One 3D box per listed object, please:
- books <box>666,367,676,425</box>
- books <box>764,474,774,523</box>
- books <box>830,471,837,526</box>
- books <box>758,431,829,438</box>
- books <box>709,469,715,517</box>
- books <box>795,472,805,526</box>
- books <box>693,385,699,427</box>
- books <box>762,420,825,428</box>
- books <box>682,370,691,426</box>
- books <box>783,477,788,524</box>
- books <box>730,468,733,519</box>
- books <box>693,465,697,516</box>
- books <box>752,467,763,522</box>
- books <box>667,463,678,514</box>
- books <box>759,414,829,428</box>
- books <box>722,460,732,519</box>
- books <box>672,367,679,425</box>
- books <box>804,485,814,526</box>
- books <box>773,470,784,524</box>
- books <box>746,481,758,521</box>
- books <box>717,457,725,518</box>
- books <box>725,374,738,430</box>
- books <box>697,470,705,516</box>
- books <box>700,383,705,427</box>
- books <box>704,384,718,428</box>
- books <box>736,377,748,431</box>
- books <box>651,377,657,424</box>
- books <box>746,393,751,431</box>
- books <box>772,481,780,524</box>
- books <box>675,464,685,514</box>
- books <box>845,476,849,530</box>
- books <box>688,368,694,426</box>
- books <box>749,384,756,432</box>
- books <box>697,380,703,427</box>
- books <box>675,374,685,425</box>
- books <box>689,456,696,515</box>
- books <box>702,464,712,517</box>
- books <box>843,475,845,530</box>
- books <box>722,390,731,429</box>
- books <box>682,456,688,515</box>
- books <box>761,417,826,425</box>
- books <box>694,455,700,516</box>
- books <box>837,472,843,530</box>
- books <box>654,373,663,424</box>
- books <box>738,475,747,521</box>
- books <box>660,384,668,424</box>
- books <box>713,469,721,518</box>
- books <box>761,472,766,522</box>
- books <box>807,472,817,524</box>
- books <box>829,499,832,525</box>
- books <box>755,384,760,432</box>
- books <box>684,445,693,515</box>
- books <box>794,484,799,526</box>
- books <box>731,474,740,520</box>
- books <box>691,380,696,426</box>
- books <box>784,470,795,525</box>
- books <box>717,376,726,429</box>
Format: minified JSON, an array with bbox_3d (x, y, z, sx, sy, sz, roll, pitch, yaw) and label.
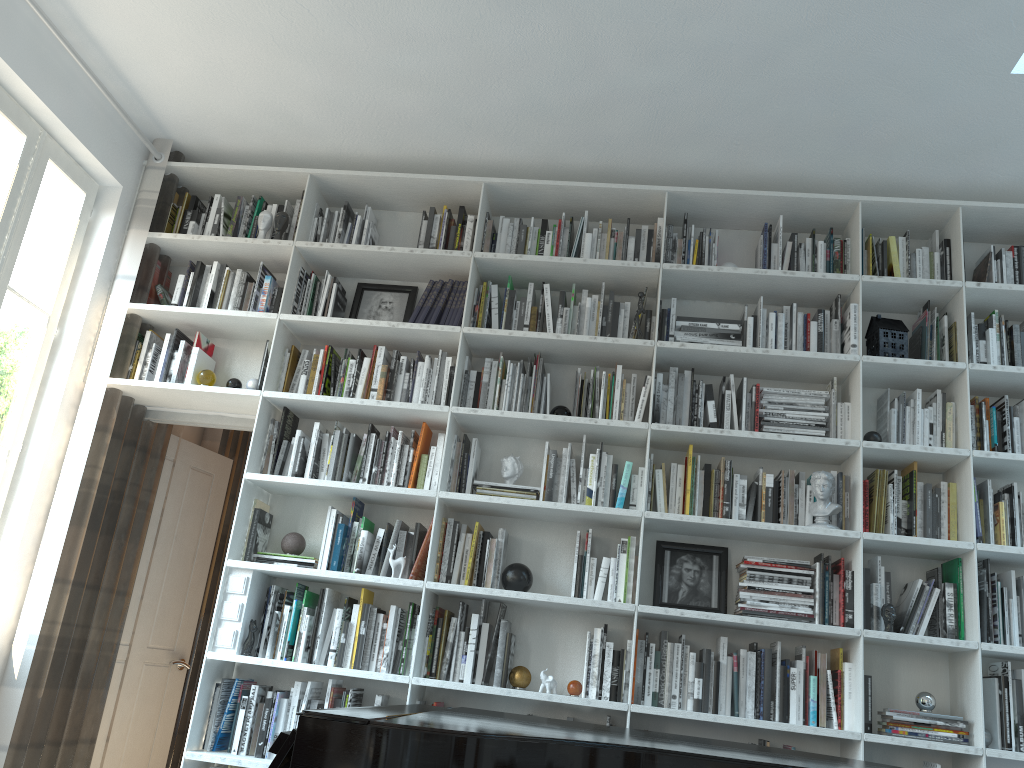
[{"bbox_3d":[0.690,0.096,3.885,0.026,0.296,0.180,5,-18,7],"label":"books"},{"bbox_3d":[1.057,0.506,3.698,0.029,0.223,0.186,5,-18,7],"label":"books"},{"bbox_3d":[1.328,0.510,3.697,0.025,0.278,0.108,5,-18,7],"label":"books"},{"bbox_3d":[1.191,0.239,3.796,0.285,0.012,0.160,4,-19,8],"label":"books"},{"bbox_3d":[0.835,0.491,3.738,0.012,0.227,0.170,5,-18,7],"label":"books"},{"bbox_3d":[1.197,0.507,3.703,0.024,0.258,0.127,5,-18,7],"label":"books"},{"bbox_3d":[0.795,0.136,3.867,0.014,0.232,0.147,5,-18,7],"label":"books"},{"bbox_3d":[1.196,0.193,3.809,0.254,0.012,0.161,4,-19,9],"label":"books"},{"bbox_3d":[0.756,0.105,3.886,0.029,0.294,0.151,5,-18,7],"label":"books"},{"bbox_3d":[1.127,0.518,3.717,0.025,0.229,0.143,5,-18,7],"label":"books"},{"bbox_3d":[0.914,0.490,3.744,0.011,0.250,0.131,5,-18,7],"label":"books"},{"bbox_3d":[0.764,0.480,3.759,0.010,0.244,0.150,5,-18,7],"label":"books"},{"bbox_3d":[1.029,0.493,3.721,0.014,0.257,0.162,5,-18,7],"label":"books"},{"bbox_3d":[0.680,0.473,3.775,0.026,0.247,0.139,5,-18,7],"label":"books"},{"bbox_3d":[1.198,0.171,3.819,0.285,0.012,0.160,4,-19,8],"label":"books"},{"bbox_3d":[0.893,0.472,3.724,0.028,0.267,0.190,5,-18,7],"label":"books"},{"bbox_3d":[0.712,0.096,3.903,0.014,0.312,0.134,5,-18,7],"label":"books"},{"bbox_3d":[1.223,0.536,3.689,0.035,0.200,0.150,5,-18,7],"label":"books"},{"bbox_3d":[1.106,0.498,3.687,0.012,0.244,0.186,5,-18,7],"label":"books"},{"bbox_3d":[0.995,0.521,3.725,0.050,0.198,0.146,5,-18,7],"label":"books"},{"bbox_3d":[0.876,0.467,3.742,0.013,0.282,0.177,5,-18,7],"label":"books"},{"bbox_3d":[0.957,0.121,3.855,0.049,0.290,0.163,5,-18,7],"label":"books"},{"bbox_3d":[0.791,0.491,3.758,0.024,0.227,0.148,5,-18,7],"label":"books"},{"bbox_3d":[0.821,0.134,3.862,0.011,0.238,0.148,5,-18,7],"label":"books"},{"bbox_3d":[0.859,0.137,3.850,0.066,0.236,0.154,5,-18,7],"label":"books"},{"bbox_3d":[0.989,0.130,3.834,0.021,0.268,0.192,5,-18,7],"label":"books"},{"bbox_3d":[0.617,0.114,3.900,0.012,0.253,0.161,5,-18,7],"label":"books"},{"bbox_3d":[1.010,0.162,3.837,0.024,0.215,0.133,5,-18,7],"label":"books"},{"bbox_3d":[1.084,0.520,3.692,0.029,0.199,0.179,5,-18,7],"label":"books"},{"bbox_3d":[0.706,0.477,3.765,0.029,0.239,0.156,5,-18,7],"label":"books"},{"bbox_3d":[1.379,0.522,3.690,0.023,0.264,0.107,5,-18,7],"label":"books"},{"bbox_3d":[0.776,0.102,3.877,0.011,0.299,0.180,5,-18,7],"label":"books"},{"bbox_3d":[1.030,0.147,3.831,0.015,0.244,0.183,5,-18,7],"label":"books"},{"bbox_3d":[0.809,0.128,3.864,0.014,0.249,0.173,5,-18,7],"label":"books"},{"bbox_3d":[0.726,0.111,3.869,0.025,0.265,0.186,5,-18,7],"label":"books"},{"bbox_3d":[0.750,0.458,3.733,0.015,0.265,0.190,5,-18,7],"label":"books"},{"bbox_3d":[0.819,0.481,3.765,0.028,0.258,0.135,5,-18,7],"label":"books"},{"bbox_3d":[1.360,0.520,3.686,0.014,0.260,0.137,5,-18,7],"label":"books"},{"bbox_3d":[0.925,0.154,3.845,0.024,0.216,0.148,5,-18,7],"label":"books"},{"bbox_3d":[0.730,0.462,3.781,0.010,0.283,0.137,5,-18,7],"label":"books"},{"bbox_3d":[1.197,0.181,3.813,0.254,0.012,0.161,5,-19,6],"label":"books"},{"bbox_3d":[0.775,0.458,3.746,0.010,0.280,0.171,5,-18,7],"label":"books"},{"bbox_3d":[1.345,0.513,3.677,0.014,0.265,0.154,5,-18,7],"label":"books"},{"bbox_3d":[0.636,0.106,3.889,0.026,0.266,0.171,5,-18,7],"label":"books"},{"bbox_3d":[0.955,0.507,3.721,0.030,0.214,0.169,5,-18,7],"label":"books"},{"bbox_3d":[0.661,0.132,3.895,0.027,0.227,0.148,5,-18,7],"label":"books"},{"bbox_3d":[0.855,0.491,3.744,0.025,0.235,0.137,5,-18,7],"label":"books"},{"bbox_3d":[1.039,0.504,3.712,0.010,0.233,0.175,5,-18,7],"label":"books"},{"bbox_3d":[1.251,0.511,3.703,0.014,0.262,0.135,5,-18,7],"label":"books"},{"bbox_3d":[1.302,0.514,3.687,0.025,0.259,0.131,5,-18,7],"label":"books"},{"bbox_3d":[1.043,0.143,3.818,0.013,0.246,0.177,5,-18,7],"label":"books"},{"bbox_3d":[0.739,0.433,3.743,0.014,0.316,0.188,5,-18,7],"label":"books"},{"bbox_3d":[1.173,0.532,3.704,0.022,0.206,0.114,5,-18,7],"label":"books"},{"bbox_3d":[0.928,0.503,3.724,0.024,0.215,0.176,5,-18,7],"label":"books"},{"bbox_3d":[0.784,0.126,3.871,0.011,0.251,0.153,5,-18,7],"label":"books"},{"bbox_3d":[1.151,0.500,3.700,0.025,0.257,0.151,5,-18,7],"label":"books"},{"bbox_3d":[0.907,0.121,3.864,0.022,0.284,0.131,5,-18,7],"label":"books"}]
